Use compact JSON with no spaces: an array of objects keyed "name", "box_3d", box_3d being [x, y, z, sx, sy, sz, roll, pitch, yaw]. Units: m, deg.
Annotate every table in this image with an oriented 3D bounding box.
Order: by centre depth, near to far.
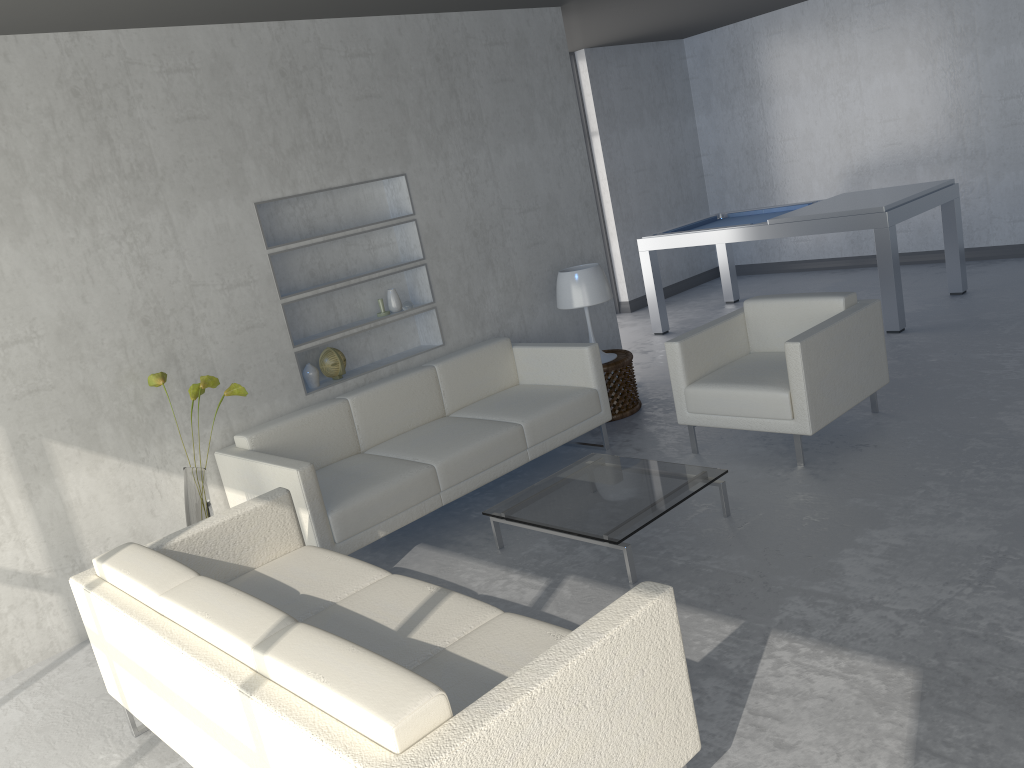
[{"name":"table","box_3d":[0.408,0.547,3.795,0.730,0.190,0.773,-23,17,-39]},{"name":"table","box_3d":[0.557,0.013,5.532,0.452,0.358,0.452,-6,15,24]},{"name":"table","box_3d":[2.229,-0.970,6.993,1.180,0.835,2.095,-23,17,-39]}]

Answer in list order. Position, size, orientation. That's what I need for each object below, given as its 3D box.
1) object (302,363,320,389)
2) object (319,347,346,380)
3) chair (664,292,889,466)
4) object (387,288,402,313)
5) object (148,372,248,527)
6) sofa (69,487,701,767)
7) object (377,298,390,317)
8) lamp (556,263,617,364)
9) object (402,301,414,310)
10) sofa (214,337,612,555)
[{"name":"object","box_3d":[-1.059,-0.045,4.678,0.086,0.128,0.086,-19,15,-29]},{"name":"object","box_3d":[-0.940,-0.114,4.747,0.088,0.179,0.163,-1,17,38]},{"name":"chair","box_3d":[1.342,-0.063,4.477,0.821,0.662,0.748,-23,17,-39]},{"name":"object","box_3d":[-0.667,-0.472,5.006,0.079,0.130,0.079,2,19,46]},{"name":"object","box_3d":[-1.249,0.438,3.844,0.400,1.051,0.387,-15,14,-12]},{"name":"sofa","box_3d":[-0.486,0.794,2.539,0.821,0.658,1.881,-23,17,-39]},{"name":"object","box_3d":[-0.727,-0.429,4.961,0.074,0.094,0.074,-9,14,13]},{"name":"lamp","box_3d":[0.462,-0.425,5.425,0.347,0.582,0.347,-8,14,17]},{"name":"object","box_3d":[-0.588,-0.445,5.002,0.064,0.050,0.064,-21,16,-34]},{"name":"sofa","box_3d":[-0.412,0.298,4.533,1.881,0.658,0.821,-23,17,-39]}]
